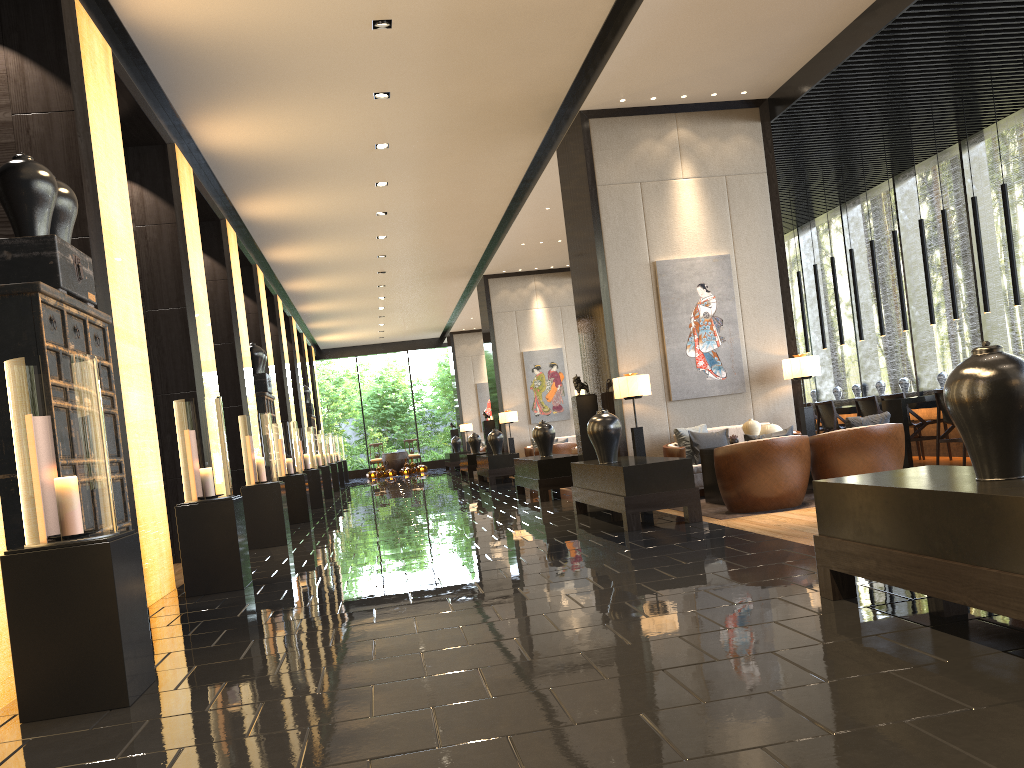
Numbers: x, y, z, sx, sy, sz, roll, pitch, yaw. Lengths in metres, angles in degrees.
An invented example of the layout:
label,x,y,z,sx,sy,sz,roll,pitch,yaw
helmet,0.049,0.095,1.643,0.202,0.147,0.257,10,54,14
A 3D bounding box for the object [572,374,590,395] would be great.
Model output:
label,x,y,z,sx,sy,sz,roll,pitch,yaw
object,0.771,0.009,9.931,0.176,0.246,0.116,-7,0,-9

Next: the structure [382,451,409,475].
label,x,y,z,sx,sy,sz,roll,pitch,yaw
structure,-3.691,2.529,28.132,0.871,0.710,0.877,-6,-2,-20

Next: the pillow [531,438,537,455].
label,x,y,z,sx,sy,sz,roll,pitch,yaw
pillow,0.607,1.269,17.976,0.431,0.399,0.201,-6,-1,-30

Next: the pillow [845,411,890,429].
label,x,y,z,sx,sy,sz,roll,pitch,yaw
pillow,2.969,0.431,7.402,0.398,0.362,0.222,-7,-1,-8

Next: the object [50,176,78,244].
label,x,y,z,sx,sy,sz,roll,pitch,yaw
object,-2.717,-1.002,5.206,0.310,0.493,0.312,-6,-1,-27

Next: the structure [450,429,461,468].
label,x,y,z,sx,sy,sz,roll,pitch,yaw
structure,-1.744,2.024,27.684,0.240,1.218,0.240,-7,0,-9

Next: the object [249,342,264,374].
label,x,y,z,sx,sy,sz,roll,pitch,yaw
object,-3.950,-0.393,13.556,0.310,0.493,0.312,-6,-1,-42

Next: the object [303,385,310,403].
label,x,y,z,sx,sy,sz,roll,pitch,yaw
object,-5.238,0.245,22.280,0.310,0.493,0.312,-6,-1,-35

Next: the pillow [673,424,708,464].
label,x,y,z,sx,sy,sz,roll,pitch,yaw
pillow,1.902,0.628,9.198,0.431,0.399,0.201,-6,-1,-30

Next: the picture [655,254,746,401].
label,x,y,z,sx,sy,sz,roll,pitch,yaw
picture,2.026,-0.610,9.506,0.834,1.502,0.037,-7,0,-8

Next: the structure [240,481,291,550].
label,x,y,z,sx,sy,sz,roll,pitch,yaw
structure,-2.596,1.381,9.361,0.402,0.658,0.403,-7,-1,-9

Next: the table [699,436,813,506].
label,x,y,z,sx,sy,sz,roll,pitch,yaw
table,2.389,0.809,8.330,1.041,0.517,0.576,-6,-2,-9

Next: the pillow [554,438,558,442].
label,x,y,z,sx,sy,sz,roll,pitch,yaw
pillow,0.731,1.267,17.837,0.471,0.361,0.219,-6,-1,-12

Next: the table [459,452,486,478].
label,x,y,z,sx,sy,sz,roll,pitch,yaw
table,-0.828,1.872,20.674,0.619,0.512,1.964,-6,-3,-9

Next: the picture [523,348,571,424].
label,x,y,z,sx,sy,sz,roll,pitch,yaw
picture,0.720,0.036,18.352,0.834,1.502,0.037,-7,0,-8

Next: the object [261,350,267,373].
label,x,y,z,sx,sy,sz,roll,pitch,yaw
object,-3.999,-0.368,13.885,0.310,0.493,0.312,-6,-1,-27

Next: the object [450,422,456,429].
label,x,y,z,sx,sy,sz,roll,pitch,yaw
object,-1.849,1.305,27.676,0.176,0.246,0.116,-7,0,-4

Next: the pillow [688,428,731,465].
label,x,y,z,sx,sy,sz,roll,pitch,yaw
pillow,2.027,0.626,9.060,0.471,0.361,0.219,-6,-1,-12

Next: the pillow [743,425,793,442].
label,x,y,z,sx,sy,sz,roll,pitch,yaw
pillow,2.126,0.527,7.275,0.441,0.338,0.205,-7,-1,-2

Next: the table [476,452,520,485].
label,x,y,z,sx,sy,sz,roll,pitch,yaw
table,-0.263,1.593,16.849,0.619,0.512,1.964,-6,-3,-9

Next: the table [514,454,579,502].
label,x,y,z,sx,sy,sz,roll,pitch,yaw
table,0.480,1.225,11.811,0.619,0.512,1.964,-6,-3,-9

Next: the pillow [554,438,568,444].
label,x,y,z,sx,sy,sz,roll,pitch,yaw
pillow,0.830,1.168,16.052,0.441,0.338,0.205,-7,-1,-2

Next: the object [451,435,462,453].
label,x,y,z,sx,sy,sz,roll,pitch,yaw
object,-1.619,1.744,25.784,0.312,0.493,0.311,-7,-1,10

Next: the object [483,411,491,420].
label,x,y,z,sx,sy,sz,roll,pitch,yaw
object,-0.541,0.670,18.803,0.161,0.217,0.102,-6,-1,-21

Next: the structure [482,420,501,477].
label,x,y,z,sx,sy,sz,roll,pitch,yaw
structure,-0.432,1.375,18.796,0.240,1.218,0.240,-7,0,-9

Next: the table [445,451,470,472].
label,x,y,z,sx,sy,sz,roll,pitch,yaw
table,-1.575,2.242,25.736,0.619,0.512,1.964,-6,-3,-9

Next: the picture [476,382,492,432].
label,x,y,z,sx,sy,sz,roll,pitch,yaw
picture,-0.595,0.687,27.265,0.834,1.502,0.037,-7,0,-8

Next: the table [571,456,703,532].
label,x,y,z,sx,sy,sz,roll,pitch,yaw
table,1.045,0.946,7.986,0.619,0.512,1.964,-6,-3,-9

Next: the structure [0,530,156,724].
label,x,y,z,sx,sy,sz,roll,pitch,yaw
structure,-1.746,0.960,3.597,0.402,0.658,0.403,-7,-1,-9

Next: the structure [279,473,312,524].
label,x,y,z,sx,sy,sz,roll,pitch,yaw
structure,-3.025,1.593,12.266,0.402,0.658,0.403,-7,-1,-9

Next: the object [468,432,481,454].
label,x,y,z,sx,sy,sz,roll,pitch,yaw
object,-0.862,1.369,20.659,0.312,0.493,0.311,-7,-1,10

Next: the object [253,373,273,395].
label,x,y,z,sx,sy,sz,roll,pitch,yaw
object,-3.917,0.021,13.716,0.365,0.315,0.607,-6,-2,-9

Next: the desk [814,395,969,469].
label,x,y,z,sx,sy,sz,roll,pitch,yaw
desk,4.314,0.809,14.598,1.778,0.759,28.791,-6,-3,-9

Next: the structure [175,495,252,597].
label,x,y,z,sx,sy,sz,roll,pitch,yaw
structure,-2.168,1.169,6.456,0.402,0.658,0.403,-7,-1,-9

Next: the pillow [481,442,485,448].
label,x,y,z,sx,sy,sz,roll,pitch,yaw
pillow,-0.711,1.921,26.905,0.431,0.399,0.201,-6,-1,-30

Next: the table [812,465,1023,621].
label,x,y,z,sx,sy,sz,roll,pitch,yaw
table,1.782,0.581,2.995,0.619,0.512,1.964,-6,-3,-9

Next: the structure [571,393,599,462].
label,x,y,z,sx,sy,sz,roll,pitch,yaw
structure,0.876,0.728,9.934,0.240,1.218,0.240,-7,0,-9

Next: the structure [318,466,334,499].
label,x,y,z,sx,sy,sz,roll,pitch,yaw
structure,-3.883,2.017,18.076,0.402,0.658,0.403,-7,-1,-9

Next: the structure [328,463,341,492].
label,x,y,z,sx,sy,sz,roll,pitch,yaw
structure,-4.312,2.230,20.981,0.402,0.658,0.403,-7,-1,-9

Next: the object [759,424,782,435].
label,x,y,z,sx,sy,sz,roll,pitch,yaw
object,2.443,0.464,8.394,0.245,0.168,0.246,-7,-2,-6

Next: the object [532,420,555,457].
label,x,y,z,sx,sy,sz,roll,pitch,yaw
object,0.434,0.728,11.880,0.310,0.493,0.312,-6,-1,-27

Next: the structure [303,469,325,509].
label,x,y,z,sx,sy,sz,roll,pitch,yaw
structure,-3.454,1.805,15.171,0.402,0.658,0.403,-7,-1,-9

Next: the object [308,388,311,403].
label,x,y,z,sx,sy,sz,roll,pitch,yaw
object,-5.286,0.269,22.609,0.310,0.493,0.312,-6,-1,-27

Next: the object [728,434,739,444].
label,x,y,z,sx,sy,sz,roll,pitch,yaw
object,2.100,0.529,8.376,0.091,0.112,0.091,-8,-2,44

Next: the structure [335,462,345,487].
label,x,y,z,sx,sy,sz,roll,pitch,yaw
structure,-4.740,2.442,23.885,0.402,0.658,0.403,-7,-1,-9

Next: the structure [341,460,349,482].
label,x,y,z,sx,sy,sz,roll,pitch,yaw
structure,-5.169,2.654,26.790,0.402,0.658,0.403,-7,-1,-9

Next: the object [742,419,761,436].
label,x,y,z,sx,sy,sz,roll,pitch,yaw
object,2.254,0.445,8.309,0.171,0.236,0.171,-7,-1,26

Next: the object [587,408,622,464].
label,x,y,z,sx,sy,sz,roll,pitch,yaw
object,0.831,0.460,7.892,0.312,0.493,0.311,-7,-1,10

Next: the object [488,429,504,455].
label,x,y,z,sx,sy,sz,roll,pitch,yaw
object,-0.300,1.091,16.847,0.312,0.493,0.311,-7,-1,10

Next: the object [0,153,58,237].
label,x,y,z,sx,sy,sz,roll,pitch,yaw
object,-2.669,-1.026,4.877,0.311,0.493,0.312,-7,-1,-12
